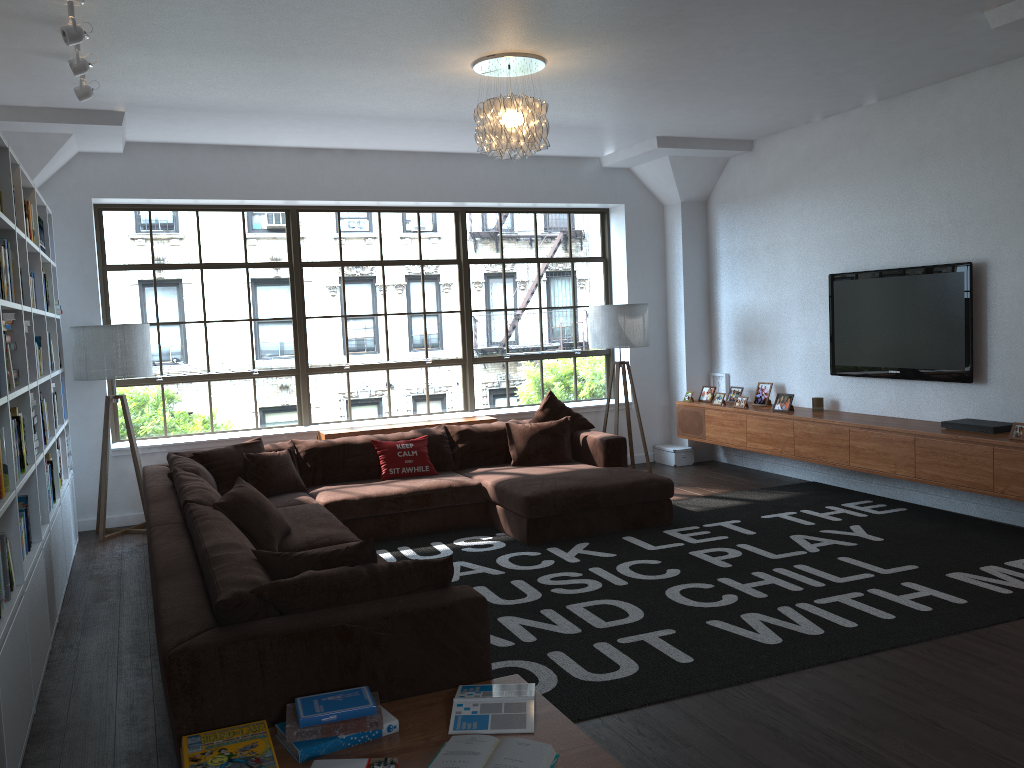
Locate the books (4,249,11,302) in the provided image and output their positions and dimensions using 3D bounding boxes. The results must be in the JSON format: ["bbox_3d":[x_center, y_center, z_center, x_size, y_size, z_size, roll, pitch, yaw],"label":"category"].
[{"bbox_3d":[-2.314,-0.472,3.902,0.174,0.239,0.045,-4,5,-23],"label":"books"}]

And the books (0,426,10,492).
[{"bbox_3d":[-2.053,0.298,3.421,0.183,0.253,0.034,-4,5,-23],"label":"books"}]

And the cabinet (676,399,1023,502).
[{"bbox_3d":[2.692,0.441,6.609,0.459,0.350,4.501,-4,5,-23],"label":"cabinet"}]

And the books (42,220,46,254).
[{"bbox_3d":[-3.218,-0.962,5.910,0.183,0.253,0.042,-4,5,-23],"label":"books"}]

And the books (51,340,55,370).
[{"bbox_3d":[-3.154,-0.188,5.926,0.161,0.207,0.135,-4,5,-24],"label":"books"}]

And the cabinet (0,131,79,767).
[{"bbox_3d":[-2.582,0.087,4.318,0.461,2.414,4.500,-4,5,-23],"label":"cabinet"}]

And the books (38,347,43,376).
[{"bbox_3d":[-2.812,-0.128,5.176,0.120,0.167,0.020,-4,5,-23],"label":"books"}]

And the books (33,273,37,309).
[{"bbox_3d":[-2.887,-0.537,5.211,0.158,0.226,0.052,-4,5,-23],"label":"books"}]

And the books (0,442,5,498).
[{"bbox_3d":[-1.999,0.306,3.296,0.183,0.253,0.034,-4,5,-23],"label":"books"}]

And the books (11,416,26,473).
[{"bbox_3d":[-2.245,0.273,3.884,0.183,0.253,0.034,-4,5,-24],"label":"books"}]

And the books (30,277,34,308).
[{"bbox_3d":[-2.830,-0.516,5.095,0.136,0.196,0.045,-4,5,-23],"label":"books"}]

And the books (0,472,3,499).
[{"bbox_3d":[-1.990,0.307,3.264,0.183,0.253,0.034,-4,5,-23],"label":"books"}]

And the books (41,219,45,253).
[{"bbox_3d":[-3.184,-0.957,5.830,0.183,0.253,0.042,-4,5,-23],"label":"books"}]

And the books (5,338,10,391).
[{"bbox_3d":[-2.186,-0.074,3.686,0.161,0.223,0.032,-4,5,-23],"label":"books"}]

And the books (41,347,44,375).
[{"bbox_3d":[-2.826,-0.131,5.226,0.107,0.167,0.017,-4,5,-23],"label":"books"}]

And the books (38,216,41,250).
[{"bbox_3d":[-3.119,-0.948,5.668,0.183,0.253,0.042,-4,5,-23],"label":"books"}]

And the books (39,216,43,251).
[{"bbox_3d":[-3.132,-0.951,5.709,0.183,0.253,0.042,-4,5,-23],"label":"books"}]

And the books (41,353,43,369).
[{"bbox_3d":[-2.816,-0.128,5.203,0.106,0.162,0.032,-4,5,-23],"label":"books"}]

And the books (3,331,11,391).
[{"bbox_3d":[-2.215,-0.090,3.713,0.183,0.253,0.042,-4,5,-23],"label":"books"}]

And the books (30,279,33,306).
[{"bbox_3d":[-2.803,-0.504,5.048,0.128,0.178,0.022,-4,5,-23],"label":"books"}]

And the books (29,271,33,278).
[{"bbox_3d":[-2.865,-0.537,5.167,0.140,0.231,0.042,-4,5,-23],"label":"books"}]

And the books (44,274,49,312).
[{"bbox_3d":[-3.077,-0.577,5.682,0.183,0.253,0.034,-4,5,-24],"label":"books"}]

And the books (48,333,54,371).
[{"bbox_3d":[-3.103,-0.204,5.787,0.183,0.253,0.042,-4,5,-23],"label":"books"}]

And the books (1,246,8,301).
[{"bbox_3d":[-2.297,-0.472,3.853,0.170,0.245,0.057,-4,5,-23],"label":"books"}]

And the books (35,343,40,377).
[{"bbox_3d":[-2.723,-0.128,4.949,0.139,0.191,0.036,-4,5,-23],"label":"books"}]

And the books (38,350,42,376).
[{"bbox_3d":[-2.794,-0.120,5.143,0.110,0.153,0.019,-4,5,-23],"label":"books"}]

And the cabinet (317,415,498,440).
[{"bbox_3d":[-0.880,0.658,7.693,1.520,0.625,0.350,-4,5,-23],"label":"cabinet"}]

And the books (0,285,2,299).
[{"bbox_3d":[-2.174,-0.455,3.583,0.174,0.239,0.045,-4,5,-23],"label":"books"}]

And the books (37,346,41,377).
[{"bbox_3d":[-2.758,-0.126,5.038,0.128,0.178,0.022,-4,5,-23],"label":"books"}]

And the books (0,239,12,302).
[{"bbox_3d":[-2.351,-0.501,3.968,0.176,0.290,0.053,-4,5,-23],"label":"books"}]

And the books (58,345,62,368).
[{"bbox_3d":[-3.320,-0.214,6.309,0.182,0.215,0.188,-4,5,-23],"label":"books"}]

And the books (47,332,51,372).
[{"bbox_3d":[-3.075,-0.202,5.705,0.180,0.259,0.042,-4,5,-23],"label":"books"}]

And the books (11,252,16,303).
[{"bbox_3d":[-2.394,-0.488,4.097,0.159,0.250,0.026,-4,5,-23],"label":"books"}]

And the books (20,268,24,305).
[{"bbox_3d":[-2.565,-0.485,4.501,0.146,0.202,0.027,-4,5,-23],"label":"books"}]

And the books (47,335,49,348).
[{"bbox_3d":[-3.038,-0.192,5.635,0.171,0.246,0.039,-4,5,-23],"label":"books"}]

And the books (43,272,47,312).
[{"bbox_3d":[-3.015,-0.568,5.533,0.183,0.253,0.034,-4,5,-24],"label":"books"}]

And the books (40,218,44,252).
[{"bbox_3d":[-3.166,-0.955,5.790,0.183,0.253,0.042,-4,5,-23],"label":"books"}]

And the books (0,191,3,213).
[{"bbox_3d":[-2.406,-0.810,4.081,0.110,0.153,0.019,-4,5,-23],"label":"books"}]

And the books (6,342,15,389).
[{"bbox_3d":[-2.251,-0.073,3.830,0.161,0.207,0.135,-4,5,-24],"label":"books"}]

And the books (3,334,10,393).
[{"bbox_3d":[-2.161,-0.078,3.614,0.174,0.240,0.054,-4,5,-23],"label":"books"}]

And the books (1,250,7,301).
[{"bbox_3d":[-2.264,-0.458,3.794,0.161,0.223,0.027,-4,5,-23],"label":"books"}]

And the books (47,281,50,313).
[{"bbox_3d":[-3.179,-0.574,5.916,0.161,0.223,0.026,-4,5,-24],"label":"books"}]

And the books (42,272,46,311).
[{"bbox_3d":[-3.005,-0.566,5.501,0.183,0.253,0.034,-4,5,-24],"label":"books"}]

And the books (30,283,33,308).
[{"bbox_3d":[-2.796,-0.503,5.028,0.128,0.178,0.021,-4,5,-23],"label":"books"}]

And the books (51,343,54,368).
[{"bbox_3d":[-3.139,-0.199,5.870,0.174,0.236,0.142,-4,5,-24],"label":"books"}]

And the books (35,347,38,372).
[{"bbox_3d":[-2.712,-0.133,4.910,0.140,0.206,0.042,-4,5,-23],"label":"books"}]

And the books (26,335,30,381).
[{"bbox_3d":[-2.544,-0.128,4.488,0.171,0.246,0.036,-4,5,-23],"label":"books"}]

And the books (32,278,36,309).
[{"bbox_3d":[-2.844,-0.515,5.134,0.139,0.191,0.036,-4,5,-23],"label":"books"}]

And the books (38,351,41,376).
[{"bbox_3d":[-2.793,-0.128,5.124,0.109,0.171,0.018,-4,5,-23],"label":"books"}]

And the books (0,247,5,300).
[{"bbox_3d":[-2.215,-0.466,3.674,0.182,0.253,0.034,-4,5,-23],"label":"books"}]

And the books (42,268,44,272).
[{"bbox_3d":[-3.100,-0.596,5.709,0.176,0.290,0.036,-4,5,-24],"label":"books"}]

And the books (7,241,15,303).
[{"bbox_3d":[-2.379,-0.500,4.022,0.197,0.283,0.065,-4,5,-23],"label":"books"}]

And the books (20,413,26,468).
[{"bbox_3d":[-2.329,0.265,4.045,0.183,0.253,0.034,-4,5,-24],"label":"books"}]

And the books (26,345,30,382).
[{"bbox_3d":[-2.493,-0.112,4.398,0.161,0.223,0.030,-4,5,-23],"label":"books"}]

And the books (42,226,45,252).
[{"bbox_3d":[-3.203,-0.959,5.869,0.183,0.253,0.042,-4,5,-23],"label":"books"}]

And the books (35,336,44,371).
[{"bbox_3d":[-2.857,-0.164,5.249,0.140,0.231,0.042,-4,5,-23],"label":"books"}]
